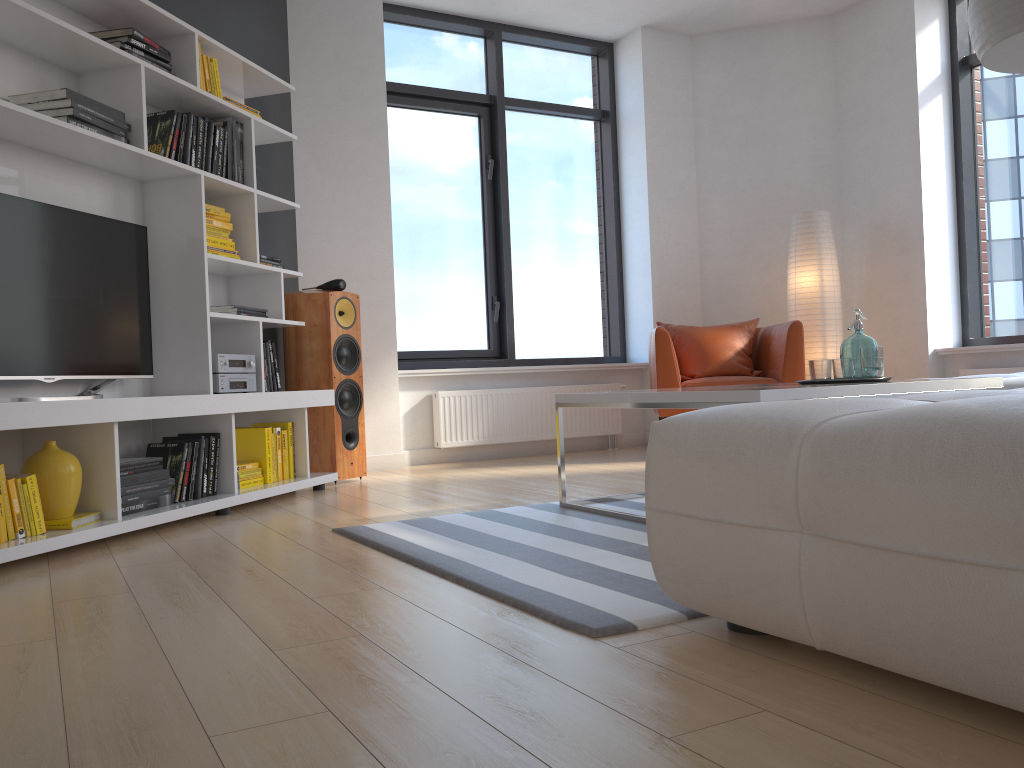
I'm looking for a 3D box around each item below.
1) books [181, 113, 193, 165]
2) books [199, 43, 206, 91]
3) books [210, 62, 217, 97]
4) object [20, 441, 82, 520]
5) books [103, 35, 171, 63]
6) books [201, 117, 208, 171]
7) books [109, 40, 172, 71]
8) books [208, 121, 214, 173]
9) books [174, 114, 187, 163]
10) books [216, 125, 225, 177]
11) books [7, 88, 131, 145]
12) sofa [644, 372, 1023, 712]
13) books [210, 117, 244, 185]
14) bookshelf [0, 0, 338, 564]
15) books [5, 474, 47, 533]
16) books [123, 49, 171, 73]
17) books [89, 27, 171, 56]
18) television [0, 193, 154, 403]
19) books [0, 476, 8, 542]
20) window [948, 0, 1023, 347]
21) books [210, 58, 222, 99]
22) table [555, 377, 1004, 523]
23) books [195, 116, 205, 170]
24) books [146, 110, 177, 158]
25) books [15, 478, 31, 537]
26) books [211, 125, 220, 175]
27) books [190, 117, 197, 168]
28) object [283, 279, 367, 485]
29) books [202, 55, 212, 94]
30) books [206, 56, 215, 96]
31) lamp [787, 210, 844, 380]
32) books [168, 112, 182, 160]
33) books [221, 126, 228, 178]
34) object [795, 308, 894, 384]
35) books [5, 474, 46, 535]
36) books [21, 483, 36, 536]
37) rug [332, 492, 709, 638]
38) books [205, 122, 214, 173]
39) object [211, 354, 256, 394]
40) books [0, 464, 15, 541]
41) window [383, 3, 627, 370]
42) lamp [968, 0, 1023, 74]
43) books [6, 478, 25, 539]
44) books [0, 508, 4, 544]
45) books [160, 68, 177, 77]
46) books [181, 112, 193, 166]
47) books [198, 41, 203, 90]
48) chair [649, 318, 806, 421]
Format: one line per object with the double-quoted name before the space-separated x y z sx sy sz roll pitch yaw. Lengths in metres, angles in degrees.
"books" -1.437 -1.020 3.759 0.172 0.242 0.069 -2 0 17
"books" -1.424 -1.365 3.873 0.164 0.224 0.054 -2 0 16
"books" -1.364 -1.335 3.928 0.108 0.161 0.046 -2 0 15
"object" -1.537 0.319 2.960 0.185 0.257 0.185 -2 0 -6
"books" -1.538 -1.342 3.593 0.180 0.026 0.246 -2 0 19
"books" -1.427 -1.031 3.882 0.197 0.260 0.066 -2 0 17
"books" -1.564 -1.313 3.597 0.214 0.030 0.284 -2 0 20
"books" -1.413 -1.029 3.925 0.192 0.254 0.075 -2 0 16
"books" -1.459 -1.016 3.729 0.169 0.233 0.081 -2 0 16
"books" -1.393 -1.028 3.986 0.191 0.249 0.084 -2 0 17
"books" -1.633 -0.961 3.283 0.277 0.137 0.343 -2 0 12
"sofa" 1.723 0.053 2.644 3.424 0.732 2.614 -2 0 -29
"books" -1.384 -1.058 4.120 0.259 0.321 0.128 -2 0 17
"bookshelf" -1.567 -0.469 3.119 0.455 2.052 3.000 -2 0 17
"books" -1.563 0.381 2.827 0.149 0.193 0.046 -2 0 17
"books" -1.544 -1.288 3.588 0.189 0.020 0.264 -2 0 15
"books" -1.551 -1.368 3.593 0.209 0.030 0.266 -2 0 10
"television" -1.667 -0.291 3.143 0.207 0.704 1.102 -2 0 17
"books" -1.617 0.363 2.682 0.171 0.235 0.043 -2 0 15
"window" 3.305 -1.452 5.319 0.170 2.402 1.310 -2 0 -28
"books" -1.372 -1.347 3.955 0.141 0.184 0.064 -2 0 17
"table" 0.912 0.224 3.183 1.091 0.435 1.091 -2 0 -28
"books" -1.436 -1.026 3.850 0.191 0.249 0.084 -2 0 17
"books" -1.486 -1.015 3.670 0.182 0.234 0.104 -2 0 17
"books" -1.571 0.385 2.758 0.134 0.187 0.046 -2 0 16
"books" -1.393 -1.025 3.946 0.179 0.243 0.071 -2 0 16
"books" -1.442 -1.021 3.813 0.179 0.243 0.068 -2 0 15
"object" -1.052 -0.010 4.812 0.434 1.088 0.290 -2 0 32
"books" -1.394 -1.343 3.897 0.132 0.180 0.054 -2 0 17
"books" -1.381 -1.343 3.914 0.128 0.178 0.044 -2 0 16
"lamp" 2.225 -0.380 5.831 0.804 1.550 0.502 -2 0 22
"books" -1.481 -1.015 3.703 0.187 0.234 0.096 -2 0 17
"books" -1.384 -1.033 4.019 0.197 0.260 0.066 -2 0 17
"object" 1.176 -0.137 3.158 0.330 0.265 0.330 -2 0 -4
"books" -1.561 0.382 2.801 0.148 0.193 0.067 -2 0 17
"books" -1.553 0.394 2.773 0.113 0.169 0.049 -2 0 15
"rug" 0.774 0.452 2.965 2.326 0.016 1.662 -2 0 -29
"books" -1.394 -1.022 3.895 0.172 0.242 0.069 -2 0 17
"object" -1.340 -0.040 3.992 0.270 0.174 0.285 -2 0 17
"books" -1.616 0.363 2.715 0.172 0.235 0.056 -2 0 16
"window" -0.089 -1.310 6.236 1.960 2.402 0.170 -2 0 -28
"lamp" 3.042 -0.960 2.607 3.199 2.647 0.710 -2 0 8
"books" -1.584 0.385 2.740 0.138 0.188 0.056 -2 0 17
"books" -1.605 0.360 2.653 0.169 0.240 0.043 -2 0 15
"books" -1.540 -1.263 3.589 0.214 0.030 0.284 -2 0 20
"books" -1.456 -1.027 3.788 0.192 0.254 0.075 -2 0 16
"books" -1.425 -1.365 3.842 0.163 0.224 0.041 -2 0 15
"chair" 1.323 0.002 5.653 0.896 0.858 0.843 -2 0 4
